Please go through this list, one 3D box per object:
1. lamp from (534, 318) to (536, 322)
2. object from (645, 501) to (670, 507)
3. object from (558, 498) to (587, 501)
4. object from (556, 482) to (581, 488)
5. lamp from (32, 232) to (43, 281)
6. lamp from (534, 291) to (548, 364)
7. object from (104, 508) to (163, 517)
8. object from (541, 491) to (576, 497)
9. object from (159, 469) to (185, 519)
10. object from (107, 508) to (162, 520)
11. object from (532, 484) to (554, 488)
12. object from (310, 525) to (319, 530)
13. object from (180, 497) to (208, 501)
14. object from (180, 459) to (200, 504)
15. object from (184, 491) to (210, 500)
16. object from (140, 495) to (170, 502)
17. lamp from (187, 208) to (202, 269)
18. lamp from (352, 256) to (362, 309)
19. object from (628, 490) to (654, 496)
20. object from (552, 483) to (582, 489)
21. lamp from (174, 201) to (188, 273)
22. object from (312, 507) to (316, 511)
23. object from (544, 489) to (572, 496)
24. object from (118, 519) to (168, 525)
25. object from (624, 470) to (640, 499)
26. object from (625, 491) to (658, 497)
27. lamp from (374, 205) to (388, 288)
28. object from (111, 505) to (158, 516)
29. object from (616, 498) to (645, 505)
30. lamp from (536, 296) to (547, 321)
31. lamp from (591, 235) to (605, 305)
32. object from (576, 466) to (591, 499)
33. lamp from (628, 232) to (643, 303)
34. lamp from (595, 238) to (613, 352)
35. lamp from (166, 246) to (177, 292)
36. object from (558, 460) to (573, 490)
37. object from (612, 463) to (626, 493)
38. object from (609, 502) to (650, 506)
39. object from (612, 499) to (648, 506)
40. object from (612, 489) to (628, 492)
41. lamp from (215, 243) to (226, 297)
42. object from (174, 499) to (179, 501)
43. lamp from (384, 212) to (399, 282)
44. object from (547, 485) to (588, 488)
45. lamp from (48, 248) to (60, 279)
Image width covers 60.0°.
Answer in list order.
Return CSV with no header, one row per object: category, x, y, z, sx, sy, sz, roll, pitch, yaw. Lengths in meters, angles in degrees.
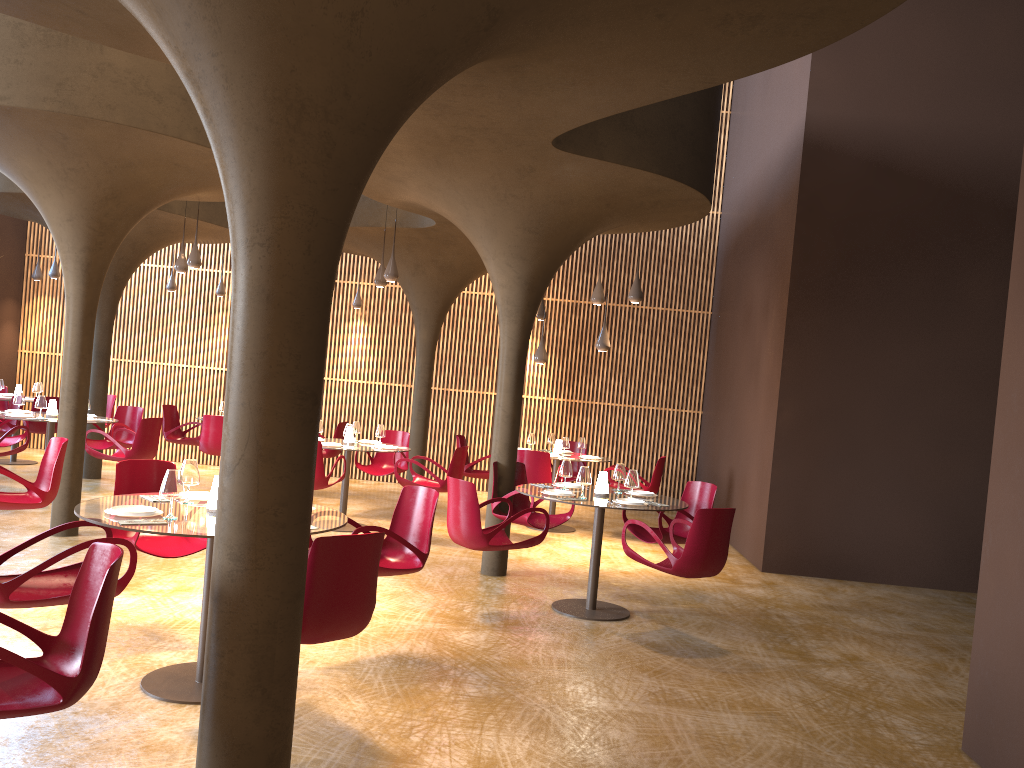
lamp,0.629,-4.284,16.834,0.195,6.281,0.196,6,2,28
object,1.341,1.120,8.274,0.126,0.017,0.261,5,0,-34
object,0.541,1.048,8.042,0.262,0.017,0.126,5,0,-25
object,0.573,1.036,9.063,0.263,0.029,0.263,5,0,31
lamp,-9.006,-5.148,17.253,0.195,6.281,0.196,6,2,28
lamp,0.677,-3.411,12.426,0.196,6.281,0.195,4,2,-42
object,-2.299,0.782,5.393,0.332,0.014,0.331,5,0,0
object,0.433,1.032,8.324,0.332,0.014,0.331,5,0,-11
object,-2.056,0.666,5.362,0.142,0.295,0.142,5,1,-3
object,-2.302,0.783,5.396,0.204,0.012,0.410,5,0,-40
object,0.301,1.028,8.929,0.126,0.017,0.261,5,0,-30
object,-1.310,0.878,5.503,0.126,0.017,0.261,5,0,-37
object,-2.185,0.793,6.206,0.331,0.014,0.332,5,0,10
object,-2.178,0.656,5.969,0.142,0.295,0.141,4,1,-31
object,-2.184,0.784,6.205,0.263,0.029,0.263,5,0,39
object,-2.424,0.779,6.020,0.126,0.017,0.261,5,0,-41
lamp,-4.087,-4.715,12.089,0.195,6.281,0.196,6,2,38
lamp,-2.711,-4.584,17.033,0.196,6.281,0.196,6,2,18
object,1.298,1.101,8.912,0.263,0.029,0.263,5,0,-38
object,0.572,1.045,9.063,0.332,0.014,0.331,5,0,-14
lamp,-4.575,-4.757,12.917,0.195,6.281,0.196,6,2,38
object,-1.515,0.853,6.085,0.331,0.014,0.332,5,0,7
object,0.434,1.022,8.324,0.263,0.029,0.263,5,0,-40
object,-2.139,0.803,5.137,0.262,0.017,0.126,5,0,-36
object,1.129,0.957,8.347,0.142,0.295,0.142,5,1,-13
object,1.297,1.110,8.912,0.331,0.014,0.332,5,0,20
lamp,-1.570,-4.489,12.380,0.195,6.281,0.196,6,2,38
object,-2.298,0.772,5.392,0.263,0.029,0.263,5,0,39
object,1.083,1.080,8.120,0.263,0.029,0.263,5,0,-11
lamp,0.797,-4.271,15.822,0.195,6.281,0.196,6,2,18
lamp,1.454,-4.218,12.113,0.196,6.281,0.195,4,2,-42
object,0.666,0.915,8.249,0.142,0.295,0.142,5,1,8
lamp,1.877,-4.181,11.435,0.196,6.281,0.195,4,2,-42
lamp,1.457,-3.552,11.474,0.196,6.281,0.195,4,2,-42
lamp,-6.270,-4.903,16.952,0.195,6.281,0.196,6,2,18
object,0.533,0.904,8.832,0.141,0.295,0.142,6,1,37
object,1.084,0.954,8.965,0.142,0.295,0.142,5,1,16
object,1.079,1.091,8.117,0.411,0.012,0.204,5,0,-38
object,1.082,1.090,8.120,0.332,0.014,0.331,5,0,-15
object,1.170,1.106,9.186,0.262,0.017,0.126,5,0,-28
lamp,-5.367,-4.822,17.085,0.195,6.281,0.196,6,2,28
object,-2.182,0.795,6.209,0.204,0.012,0.411,5,0,44
lamp,-1.306,-4.466,11.518,0.195,6.281,0.196,6,2,38
object,0.575,1.047,9.066,0.411,0.012,0.204,5,0,-34
lamp,-8.203,-5.078,16.340,0.195,6.281,0.196,6,2,28
